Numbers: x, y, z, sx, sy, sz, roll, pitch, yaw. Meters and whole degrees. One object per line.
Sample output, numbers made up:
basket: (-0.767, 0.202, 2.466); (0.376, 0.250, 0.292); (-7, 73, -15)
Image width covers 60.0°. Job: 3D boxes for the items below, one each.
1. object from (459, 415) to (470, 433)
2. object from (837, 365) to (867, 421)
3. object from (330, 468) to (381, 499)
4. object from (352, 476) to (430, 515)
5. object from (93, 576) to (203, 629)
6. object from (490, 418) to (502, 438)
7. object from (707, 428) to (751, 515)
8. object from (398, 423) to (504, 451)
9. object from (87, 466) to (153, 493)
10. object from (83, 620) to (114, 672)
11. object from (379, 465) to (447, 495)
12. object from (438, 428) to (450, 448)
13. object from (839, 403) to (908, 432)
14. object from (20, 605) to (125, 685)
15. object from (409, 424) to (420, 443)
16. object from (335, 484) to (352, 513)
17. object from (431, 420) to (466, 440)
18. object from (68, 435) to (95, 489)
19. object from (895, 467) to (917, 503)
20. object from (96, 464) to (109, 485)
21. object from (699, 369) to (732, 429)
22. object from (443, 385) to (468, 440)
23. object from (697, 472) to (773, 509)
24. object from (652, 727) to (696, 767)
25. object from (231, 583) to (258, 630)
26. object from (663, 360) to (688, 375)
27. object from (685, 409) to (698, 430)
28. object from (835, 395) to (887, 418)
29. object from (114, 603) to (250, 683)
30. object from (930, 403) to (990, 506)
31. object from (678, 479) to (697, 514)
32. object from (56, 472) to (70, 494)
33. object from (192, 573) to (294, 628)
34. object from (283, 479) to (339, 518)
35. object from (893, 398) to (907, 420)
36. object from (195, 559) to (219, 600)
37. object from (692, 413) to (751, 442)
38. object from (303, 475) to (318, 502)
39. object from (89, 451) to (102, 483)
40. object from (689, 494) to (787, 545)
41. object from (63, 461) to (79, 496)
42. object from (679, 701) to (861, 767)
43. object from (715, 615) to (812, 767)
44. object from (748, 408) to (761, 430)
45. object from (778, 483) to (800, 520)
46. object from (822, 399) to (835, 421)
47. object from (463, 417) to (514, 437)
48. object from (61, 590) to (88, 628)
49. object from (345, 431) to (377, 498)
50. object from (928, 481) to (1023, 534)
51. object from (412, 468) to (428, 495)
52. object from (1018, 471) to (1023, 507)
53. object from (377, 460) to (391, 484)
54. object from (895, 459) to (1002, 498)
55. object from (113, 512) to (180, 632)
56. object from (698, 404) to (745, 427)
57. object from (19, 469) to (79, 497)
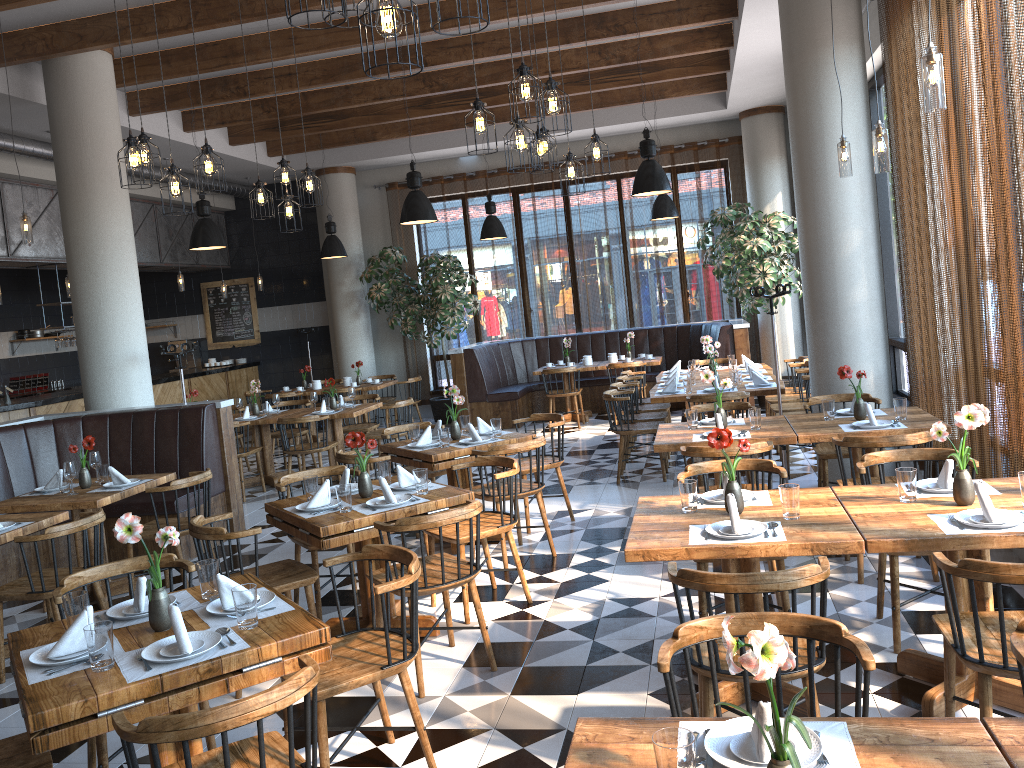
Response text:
object: (-0.358, 0.310, 6.802); (0.080, 0.132, 0.080); (-7, 4, -13)
object: (2.162, 0.052, 5.624); (0.171, 0.354, 0.156); (-3, 4, 35)
object: (-0.940, 0.535, 4.975); (0.353, 0.137, 0.272); (-9, 6, -32)
object: (-0.641, 0.546, 4.528); (0.353, 0.137, 0.272); (-9, 6, -32)
object: (-1.319, 0.741, 3.155); (0.353, 0.137, 0.272); (-9, 6, -32)
object: (-0.112, 0.319, 6.435); (0.080, 0.132, 0.080); (-7, 4, -13)
object: (0.906, 0.357, 3.689); (0.156, 0.354, 0.171); (-6, 3, -9)
object: (-0.449, 0.359, 6.345); (0.583, 0.137, 0.577); (-9, 6, -33)
object: (-2.638, 0.616, 5.958); (0.271, 0.137, 0.353); (-5, 5, 12)
object: (-1.223, 0.782, 2.634); (0.080, 0.132, 0.080); (-4, 4, 27)
object: (-0.570, 0.505, 4.898); (0.272, 0.137, 0.352); (-9, 6, -32)
object: (-0.474, 0.378, 6.198); (0.080, 0.132, 0.080); (-7, 4, -23)
object: (2.164, 0.187, 5.341); (0.351, 0.137, 0.273); (-5, 5, 12)
object: (-1.390, 0.782, 2.785); (0.272, 0.137, 0.352); (-9, 6, -32)
object: (-0.719, 0.370, 6.553); (0.080, 0.132, 0.080); (-7, 4, -23)
object: (-0.841, 0.576, 4.449); (0.080, 0.132, 0.080); (-5, 4, 17)
object: (-0.568, 0.336, 6.726); (0.353, 0.137, 0.272); (-9, 6, -32)
object: (-2.871, 0.528, 5.978); (0.171, 0.354, 0.156); (-5, 3, 15)
object: (1.596, 0.410, 3.578); (0.080, 0.132, 0.080); (-9, 5, -43)
object: (-2.813, 0.623, 6.103); (0.080, 0.132, 0.080); (-6, 3, -3)
object: (1.345, 0.095, 5.810); (0.207, 0.399, 0.146); (-7, 3, -24)
object: (-0.416, 0.207, 6.522); (0.206, 0.399, 0.147); (-4, 4, 32)
object: (0.951, 0.442, 3.905); (0.351, 0.137, 0.273); (-5, 5, 12)
object: (0.305, 0.719, 1.642); (0.080, 0.132, 0.080); (-6, 3, -3)
object: (-0.861, 0.723, 2.871); (0.080, 0.132, 0.080); (-4, 4, 27)
object: (1.809, -0.193, 9.852); (0.271, 0.137, 0.353); (-5, 5, 12)
object: (1.201, 0.235, 5.904); (0.080, 0.132, 0.080); (-6, 3, -3)
object: (2.267, 0.129, 5.862); (0.351, 0.137, 0.273); (-5, 5, 12)
object: (-1.021, 0.752, 2.708); (0.353, 0.137, 0.272); (-9, 6, -32)
object: (1.737, 0.275, 3.421); (0.206, 0.399, 0.147); (-5, 3, 16)
object: (0.751, 0.478, 3.761); (0.080, 0.132, 0.080); (-6, 3, -3)
object: (-2.984, 0.659, 5.900); (0.080, 0.132, 0.080); (-5, 4, 12)
object: (-0.949, 0.711, 3.079); (0.272, 0.137, 0.352); (-9, 6, -32)
object: (-1.011, 0.576, 4.605); (0.272, 0.137, 0.352); (-9, 6, -32)
object: (2.395, 0.155, 5.462); (0.080, 0.132, 0.080); (-3, 4, 37)
object: (-1.107, 0.715, 3.238); (0.080, 0.132, 0.080); (-4, 4, 27)
object: (1.299, 0.258, 5.528); (0.351, 0.137, 0.273); (-5, 5, 12)
object: (-1.086, 0.568, 4.804); (0.080, 0.132, 0.080); (-5, 4, 17)
object: (-2.913, 0.582, 6.205); (0.081, 0.215, 0.081); (-7, 3, -19)
object: (0.848, 0.501, 3.383); (0.351, 0.137, 0.273); (-5, 5, 12)
object: (-2.886, 0.616, 5.800); (0.081, 0.215, 0.081); (-5, 3, 21)
object: (0.508, 0.682, 1.794); (0.351, 0.137, 0.273); (-5, 5, 12)
object: (0.432, 0.582, 1.520); (0.146, 0.399, 0.207); (-6, 3, 5)
object: (1.550, 0.224, 5.645); (0.080, 0.132, 0.080); (-6, 3, -3)
object: (1.100, 0.467, 3.502); (0.080, 0.132, 0.080); (-6, 3, -3)
object: (2.046, 0.167, 5.721); (0.080, 0.132, 0.080); (-3, 4, 37)
object: (-0.199, 0.306, 6.649); (0.272, 0.137, 0.352); (-9, 6, -32)
object: (-1.467, 0.774, 2.989); (0.080, 0.132, 0.080); (-4, 4, 27)
object: (-0.807, 0.429, 4.784); (0.156, 0.354, 0.171); (-7, 4, -22)
object: (1.713, 0.431, 3.196); (0.351, 0.137, 0.273); (-5, 5, 12)
object: (-0.480, 0.518, 4.686); (0.080, 0.132, 0.080); (-5, 4, 17)
object: (1.945, 0.398, 3.319); (0.080, 0.132, 0.080); (-9, 5, -43)
object: (-0.726, 0.509, 5.053); (0.080, 0.132, 0.080); (-4, 4, 27)
object: (1.817, 0.372, 3.717); (0.351, 0.137, 0.273); (-5, 5, 12)
object: (-1.200, 0.617, 2.940); (0.146, 0.399, 0.207); (-4, 4, 24)
object: (1.402, 0.199, 6.050); (0.351, 0.137, 0.273); (-5, 5, 12)
object: (-3.147, 0.656, 6.077); (0.271, 0.137, 0.353); (-5, 5, 12)
